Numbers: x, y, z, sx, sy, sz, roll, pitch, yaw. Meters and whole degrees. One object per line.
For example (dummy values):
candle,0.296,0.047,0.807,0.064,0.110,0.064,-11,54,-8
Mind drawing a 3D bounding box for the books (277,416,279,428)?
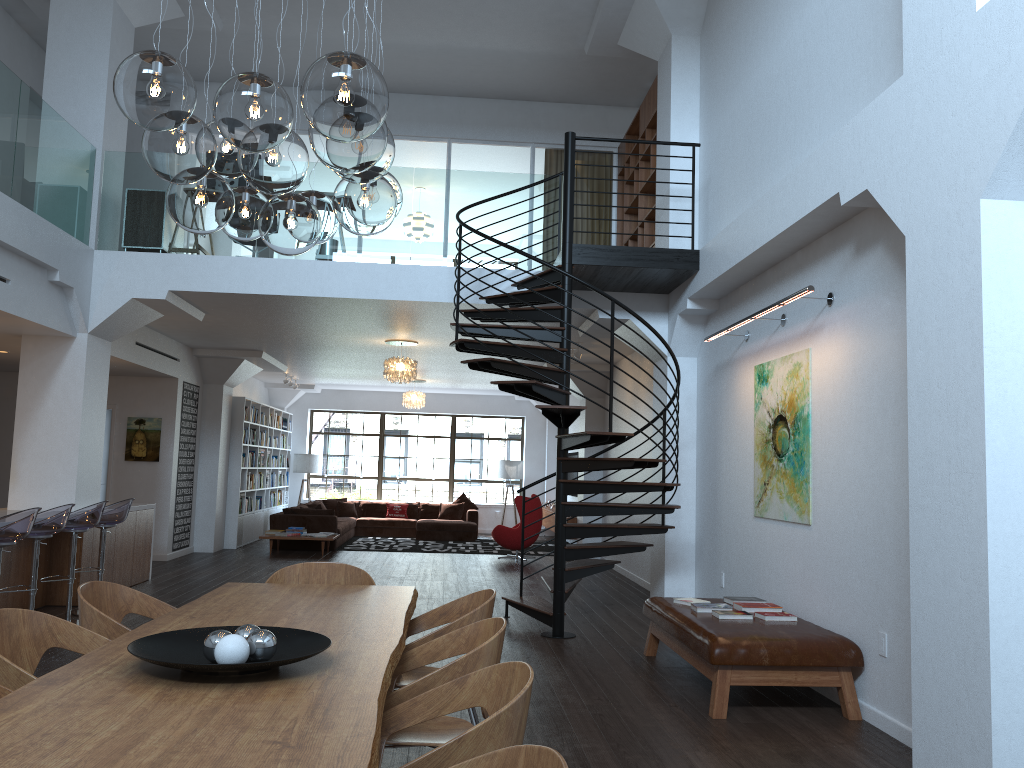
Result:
books,-4.634,0.743,17.245,0.183,0.253,0.034,2,-6,-4

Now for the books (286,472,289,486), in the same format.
books,-4.762,1.973,18.516,0.176,0.290,0.053,2,-6,-4

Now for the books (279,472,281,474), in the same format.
books,-4.700,1.757,17.541,0.223,0.031,0.161,2,-6,-4

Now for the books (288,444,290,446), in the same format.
books,-4.760,1.266,18.397,0.254,0.032,0.174,-2,-6,31

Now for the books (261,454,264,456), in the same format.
books,-4.586,1.283,16.022,0.161,0.033,0.223,2,-6,-4

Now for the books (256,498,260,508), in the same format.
books,-4.583,2.141,15.848,0.146,0.202,0.027,2,-6,-4

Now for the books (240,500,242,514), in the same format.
books,-4.461,1.989,14.352,0.161,0.223,0.032,2,-6,-4

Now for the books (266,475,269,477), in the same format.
books,-4.629,1.706,16.433,0.223,0.032,0.161,2,-6,-4

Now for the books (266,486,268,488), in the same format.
books,-4.644,1.897,16.402,0.246,0.038,0.171,2,-6,-4

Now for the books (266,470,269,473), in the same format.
books,-4.614,1.620,16.429,0.185,0.041,0.129,1,-6,10

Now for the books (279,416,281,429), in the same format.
books,-4.642,0.759,17.414,0.183,0.253,0.034,2,-6,-4

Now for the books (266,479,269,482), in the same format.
books,-4.634,1.781,16.427,0.231,0.044,0.168,3,-6,-9

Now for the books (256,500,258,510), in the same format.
books,-4.556,2.146,15.710,0.107,0.167,0.017,2,-6,-4

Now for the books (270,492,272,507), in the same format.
books,-4.658,2.189,16.777,0.198,0.284,0.066,2,-6,-5

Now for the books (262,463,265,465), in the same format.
books,-4.580,1.444,15.995,0.160,0.039,0.251,2,-6,1

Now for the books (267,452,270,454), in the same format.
books,-4.597,1.272,16.366,0.223,0.031,0.161,2,-6,-4

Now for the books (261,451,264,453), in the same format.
books,-4.578,1.230,16.043,0.144,0.024,0.208,2,-6,1

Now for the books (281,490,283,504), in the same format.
books,-4.753,2.306,18.043,0.176,0.290,0.053,2,-6,-4

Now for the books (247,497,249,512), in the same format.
books,-4.513,2.029,14.900,0.171,0.246,0.039,2,-6,-4

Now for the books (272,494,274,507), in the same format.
books,-4.660,2.222,16.962,0.183,0.253,0.034,2,-6,-5

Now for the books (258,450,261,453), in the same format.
books,-4.534,1.192,15.635,0.174,0.045,0.240,2,-6,-5

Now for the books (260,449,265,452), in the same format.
books,-4.570,1.197,16.043,0.129,0.043,0.185,1,-6,10

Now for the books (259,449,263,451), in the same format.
books,-4.523,1.154,15.617,0.223,0.027,0.161,1,-6,5

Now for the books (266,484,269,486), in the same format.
books,-4.645,1.860,16.408,0.251,0.037,0.160,2,-6,1

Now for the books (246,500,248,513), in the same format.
books,-4.498,2.039,14.789,0.161,0.223,0.030,2,-6,-5

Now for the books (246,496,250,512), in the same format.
books,-4.524,2.030,14.978,0.180,0.259,0.042,2,-6,-4

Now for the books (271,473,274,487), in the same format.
books,-4.657,1.825,16.964,0.197,0.290,0.136,2,-6,-4

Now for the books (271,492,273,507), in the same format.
books,-4.658,2.196,16.887,0.176,0.290,0.053,2,-6,-5

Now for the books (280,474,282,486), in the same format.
books,-4.717,1.923,17.812,0.183,0.253,0.042,2,-6,-4

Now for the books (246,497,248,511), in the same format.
books,-4.511,2.017,14.827,0.183,0.253,0.042,2,-6,-4

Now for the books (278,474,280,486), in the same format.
books,-4.689,1.896,17.521,0.174,0.251,0.051,2,-6,-4

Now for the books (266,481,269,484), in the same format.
books,-4.650,1.824,16.435,0.259,0.040,0.180,2,-6,-4

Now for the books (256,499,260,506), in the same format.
books,-4.576,2.144,15.815,0.139,0.191,0.036,2,-6,-4

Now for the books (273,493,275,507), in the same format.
books,-4.670,2.238,17.122,0.183,0.253,0.034,2,-6,-5

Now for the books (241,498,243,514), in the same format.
books,-4.483,1.985,14.471,0.180,0.251,0.048,2,-6,-4

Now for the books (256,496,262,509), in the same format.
books,-4.597,2.145,16.042,0.140,0.231,0.042,2,-6,-4

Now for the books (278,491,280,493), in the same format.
books,-4.737,2.277,17.713,0.198,0.284,0.066,2,-6,-4

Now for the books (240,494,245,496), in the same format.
books,-4.454,1.785,14.324,0.223,0.027,0.161,1,-6,5

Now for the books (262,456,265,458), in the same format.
books,-4.580,1.318,16.013,0.183,0.042,0.253,2,-6,-4

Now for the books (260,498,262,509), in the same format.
books,-4.587,2.152,15.956,0.146,0.202,0.027,2,-6,-4

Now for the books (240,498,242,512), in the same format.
books,-4.478,1.977,14.389,0.183,0.253,0.042,2,-6,-4

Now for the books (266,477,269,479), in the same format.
books,-4.636,1.739,16.423,0.253,0.040,0.183,2,-6,-4

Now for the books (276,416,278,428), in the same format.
books,-4.626,0.739,17.163,0.171,0.246,0.057,2,-6,-4

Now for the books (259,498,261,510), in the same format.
books,-4.577,2.144,15.875,0.146,0.202,0.027,2,-6,-4

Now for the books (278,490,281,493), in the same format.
books,-4.715,2.282,17.827,0.140,0.298,0.044,2,-6,-4

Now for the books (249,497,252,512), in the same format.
books,-4.525,2.041,15.064,0.183,0.253,0.042,2,-6,-4

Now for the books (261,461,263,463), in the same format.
books,-4.603,1.403,15.993,0.180,0.042,0.259,2,-6,-4

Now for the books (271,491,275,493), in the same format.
books,-4.681,2.222,17.158,0.176,0.290,0.036,2,-6,-5

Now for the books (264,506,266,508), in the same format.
books,-4.688,2.260,16.334,0.284,0.035,0.197,2,-6,-4

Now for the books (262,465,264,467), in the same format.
books,-4.579,1.483,15.994,0.171,0.039,0.246,2,-6,-4
